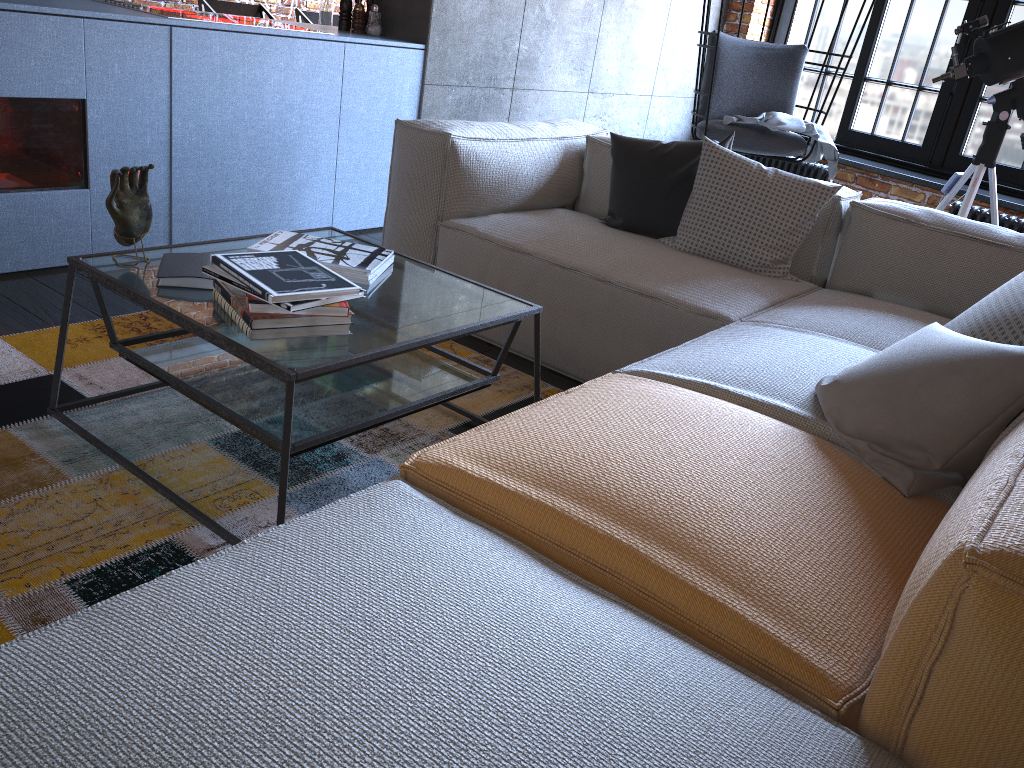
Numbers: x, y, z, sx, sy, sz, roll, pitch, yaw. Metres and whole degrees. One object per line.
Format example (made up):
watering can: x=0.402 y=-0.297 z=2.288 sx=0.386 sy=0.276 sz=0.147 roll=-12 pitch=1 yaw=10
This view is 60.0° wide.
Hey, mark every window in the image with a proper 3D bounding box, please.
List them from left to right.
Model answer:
window: x=2.686 y=-2.131 z=4.961 sx=0.177 sy=2.238 sz=3.287 roll=-8 pitch=28 yaw=-35

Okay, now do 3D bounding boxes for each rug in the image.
rug: x=-0.902 y=0.125 z=2.073 sx=1.430 sy=0.013 sz=2.361 roll=24 pitch=27 yaw=31

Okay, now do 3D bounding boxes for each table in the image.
table: x=-0.481 y=-0.056 z=2.120 sx=0.841 sy=0.389 sz=0.847 roll=24 pitch=27 yaw=31

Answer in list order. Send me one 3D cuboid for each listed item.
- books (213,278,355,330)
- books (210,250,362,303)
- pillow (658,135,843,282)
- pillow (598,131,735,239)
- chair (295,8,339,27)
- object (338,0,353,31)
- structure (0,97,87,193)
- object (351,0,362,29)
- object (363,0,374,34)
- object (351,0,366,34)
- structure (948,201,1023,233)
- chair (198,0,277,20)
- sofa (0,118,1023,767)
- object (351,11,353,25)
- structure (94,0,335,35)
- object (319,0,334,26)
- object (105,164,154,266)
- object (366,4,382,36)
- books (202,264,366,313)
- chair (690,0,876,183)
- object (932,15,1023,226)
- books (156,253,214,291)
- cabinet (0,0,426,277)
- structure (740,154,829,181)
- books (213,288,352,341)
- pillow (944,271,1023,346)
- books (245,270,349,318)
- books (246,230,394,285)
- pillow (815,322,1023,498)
books: x=-0.469 y=-0.170 z=1.809 sx=0.209 sy=0.023 sz=0.251 roll=-6 pitch=27 yaw=-33
books: x=-0.459 y=-0.221 z=1.791 sx=0.196 sy=0.014 sz=0.267 roll=-11 pitch=30 yaw=-40
pillow: x=0.787 y=-0.582 z=2.943 sx=0.543 sy=0.403 sz=0.250 roll=16 pitch=24 yaw=15
pillow: x=0.541 y=-0.717 z=3.132 sx=0.538 sy=0.418 sz=0.238 roll=19 pitch=25 yaw=22
chair: x=-1.234 y=-2.264 z=6.519 sx=0.610 sy=0.820 sz=0.494 roll=24 pitch=27 yaw=31
object: x=-0.755 y=-1.766 z=4.052 sx=0.061 sy=0.283 sz=0.060 roll=-10 pitch=30 yaw=-38
structure: x=-1.836 y=-0.738 z=2.744 sx=0.331 sy=0.395 sz=0.943 roll=24 pitch=27 yaw=31
object: x=-0.719 y=-1.736 z=4.128 sx=0.048 sy=0.180 sz=0.048 roll=7 pitch=23 yaw=-5
object: x=-0.662 y=-1.717 z=4.106 sx=0.048 sy=0.180 sz=0.048 roll=16 pitch=24 yaw=16
object: x=-0.682 y=-1.695 z=4.029 sx=0.081 sy=0.193 sz=0.058 roll=4 pitch=24 yaw=-13
structure: x=2.641 y=-0.559 z=4.472 sx=0.106 sy=0.477 sz=1.113 roll=-8 pitch=28 yaw=-35
chair: x=-1.717 y=-2.088 z=5.915 sx=0.610 sy=0.820 sz=0.494 roll=24 pitch=27 yaw=31
sofa: x=0.134 y=-0.064 z=2.095 sx=2.533 sy=0.699 sz=3.297 roll=24 pitch=27 yaw=31
object: x=-1.013 y=-2.333 z=5.738 sx=0.086 sy=0.140 sz=0.085 roll=12 pitch=23 yaw=6
structure: x=-1.164 y=-1.441 z=3.516 sx=0.503 sy=0.057 sz=0.763 roll=24 pitch=27 yaw=31
object: x=-1.142 y=-2.588 z=5.549 sx=0.194 sy=0.710 sz=0.442 roll=-9 pitch=29 yaw=-37
object: x=-0.833 y=-0.373 z=1.941 sx=0.093 sy=0.223 sz=0.099 roll=3 pitch=24 yaw=-15
object: x=-0.628 y=-1.666 z=4.057 sx=0.069 sy=0.135 sz=0.069 roll=15 pitch=24 yaw=13
books: x=-0.461 y=-0.207 z=1.797 sx=0.267 sy=0.014 sz=0.196 roll=24 pitch=27 yaw=30
chair: x=1.325 y=-2.123 z=4.055 sx=0.802 sy=2.225 sz=0.681 roll=5 pitch=23 yaw=-10
object: x=2.131 y=-1.042 z=4.110 sx=0.616 sy=1.475 sz=0.569 roll=-3 pitch=26 yaw=-27
books: x=-0.709 y=-0.251 z=1.958 sx=0.129 sy=0.029 sz=0.181 roll=2 pitch=24 yaw=-17
cabinet: x=-1.586 y=-0.929 z=3.217 sx=0.606 sy=0.846 sz=2.957 roll=24 pitch=27 yaw=31
structure: x=1.578 y=-1.306 z=5.816 sx=0.106 sy=0.477 sz=1.113 roll=-8 pitch=28 yaw=-35
books: x=-0.473 y=-0.150 z=1.819 sx=0.209 sy=0.024 sz=0.247 roll=-6 pitch=27 yaw=-33
pillow: x=1.083 y=-0.104 z=1.962 sx=0.293 sy=0.355 sz=0.495 roll=17 pitch=24 yaw=18
books: x=-0.445 y=-0.192 z=1.813 sx=0.190 sy=0.023 sz=0.239 roll=1 pitch=24 yaw=-19
books: x=-0.470 y=-0.318 z=2.202 sx=0.308 sy=0.038 sz=0.225 roll=11 pitch=23 yaw=4
pillow: x=0.802 y=-0.019 z=1.728 sx=0.358 sy=0.315 sz=0.484 roll=4 pitch=23 yaw=-12
